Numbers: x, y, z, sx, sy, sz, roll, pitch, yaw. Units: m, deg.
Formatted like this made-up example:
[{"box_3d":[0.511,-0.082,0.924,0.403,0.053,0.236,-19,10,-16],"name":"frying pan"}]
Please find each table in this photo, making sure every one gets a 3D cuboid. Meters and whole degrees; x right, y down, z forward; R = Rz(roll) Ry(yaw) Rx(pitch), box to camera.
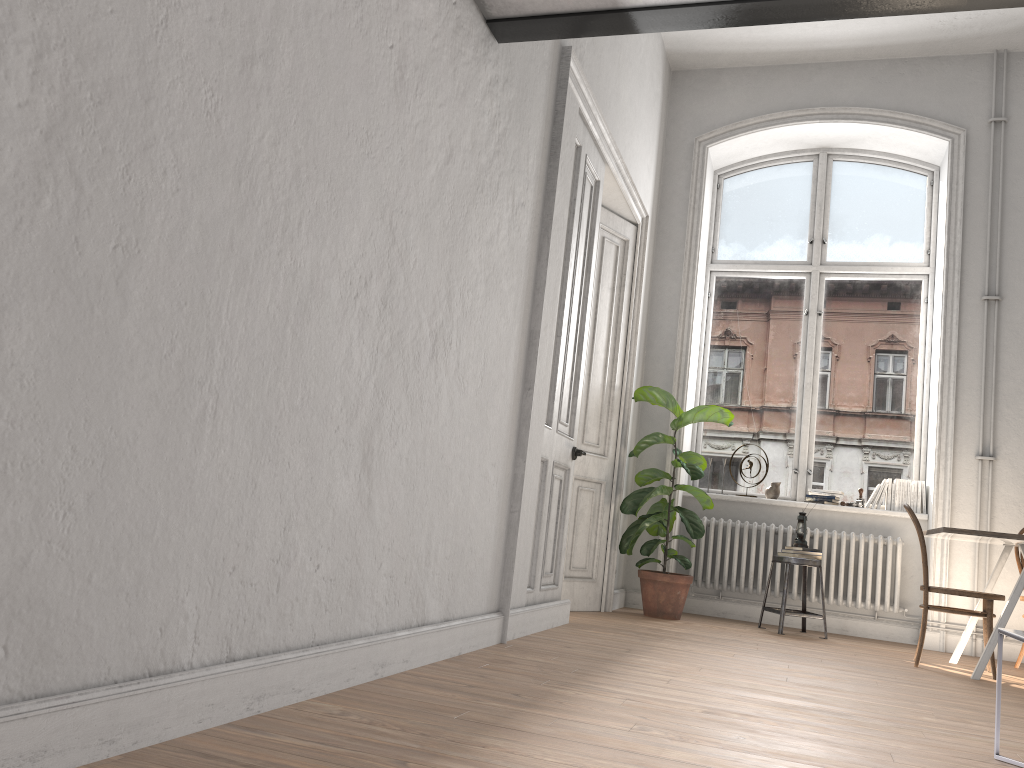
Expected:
[{"box_3d":[3.467,1.308,4.838,2.200,0.779,1.102,4,-9,19],"name":"table"},{"box_3d":[1.772,0.903,2.216,0.849,0.391,0.850,4,-9,19],"name":"table"}]

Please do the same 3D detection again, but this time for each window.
[{"box_3d":[2.460,-0.488,7.263,1.622,2.839,0.013,4,-9,19],"name":"window"}]

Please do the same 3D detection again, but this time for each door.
[{"box_3d":[0.232,-0.094,4.868,0.216,2.811,1.098,3,-9,20],"name":"door"},{"box_3d":[0.432,0.106,6.009,0.216,2.811,1.098,-1,-11,43],"name":"door"}]

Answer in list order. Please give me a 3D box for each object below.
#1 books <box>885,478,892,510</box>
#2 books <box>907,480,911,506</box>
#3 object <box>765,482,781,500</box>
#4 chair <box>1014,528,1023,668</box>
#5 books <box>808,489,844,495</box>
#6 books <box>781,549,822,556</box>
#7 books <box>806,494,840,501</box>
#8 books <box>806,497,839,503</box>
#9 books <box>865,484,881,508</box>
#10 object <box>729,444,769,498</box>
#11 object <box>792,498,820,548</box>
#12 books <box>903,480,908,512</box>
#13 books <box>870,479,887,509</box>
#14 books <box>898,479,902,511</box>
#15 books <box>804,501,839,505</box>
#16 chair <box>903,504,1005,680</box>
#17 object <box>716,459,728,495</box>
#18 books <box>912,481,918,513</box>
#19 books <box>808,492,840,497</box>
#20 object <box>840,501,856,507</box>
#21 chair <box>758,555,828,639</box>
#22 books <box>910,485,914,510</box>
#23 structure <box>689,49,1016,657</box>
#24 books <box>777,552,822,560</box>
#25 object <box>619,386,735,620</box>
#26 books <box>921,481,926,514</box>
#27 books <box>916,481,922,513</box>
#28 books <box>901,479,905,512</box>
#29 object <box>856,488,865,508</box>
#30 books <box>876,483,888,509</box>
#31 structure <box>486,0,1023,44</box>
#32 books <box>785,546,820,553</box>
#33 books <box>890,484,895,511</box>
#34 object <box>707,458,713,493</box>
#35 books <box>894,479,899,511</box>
[{"box_3d":[2.859,0.845,6.734,0.024,0.243,0.175,4,-9,19],"name":"books"},{"box_3d":[2.978,0.849,6.671,0.019,0.243,0.175,4,-9,19],"name":"books"},{"box_3d":[2.043,0.836,6.949,0.100,0.142,0.102,7,-8,-6],"name":"object"},{"box_3d":[3.342,1.314,5.421,0.438,0.919,0.550,4,-9,17],"name":"chair"},{"box_3d":[2.427,0.834,6.848,0.243,0.019,0.175,2,-10,29],"name":"books"},{"box_3d":[2.061,1.199,6.307,0.232,0.029,0.163,8,-9,-10],"name":"books"},{"box_3d":[2.399,0.876,6.840,0.221,0.023,0.147,0,-11,34],"name":"books"},{"box_3d":[2.394,0.898,6.839,0.205,0.022,0.155,0,-11,38],"name":"books"},{"box_3d":[2.745,0.858,6.750,0.105,0.194,0.155,4,-9,18],"name":"books"},{"box_3d":[1.878,0.688,7.035,0.087,0.424,0.347,13,-11,-38],"name":"object"},{"box_3d":[2.108,0.983,6.363,0.163,0.383,0.155,8,-8,-7],"name":"object"},{"box_3d":[2.964,0.852,6.698,0.024,0.243,0.175,4,-9,19],"name":"books"},{"box_3d":[2.783,0.840,6.736,0.100,0.234,0.175,4,-9,19],"name":"books"},{"box_3d":[2.918,0.845,6.691,0.019,0.243,0.175,4,-9,19],"name":"books"},{"box_3d":[2.387,0.920,6.841,0.147,0.023,0.221,10,-9,-22],"name":"books"},{"box_3d":[2.546,1.179,5.140,0.549,0.919,0.438,2,-9,27],"name":"chair"},{"box_3d":[1.685,0.740,7.067,0.095,0.288,0.095,-1,-11,41],"name":"object"},{"box_3d":[3.027,0.856,6.677,0.024,0.243,0.175,4,-9,19],"name":"books"},{"box_3d":[2.399,0.854,6.831,0.205,0.020,0.155,5,-9,9],"name":"books"},{"box_3d":[2.568,0.918,6.783,0.153,0.048,0.088,12,-10,-31],"name":"object"},{"box_3d":[1.989,1.486,6.239,0.364,0.522,0.360,8,-8,-7],"name":"chair"},{"box_3d":[2.997,0.869,6.662,0.020,0.205,0.155,4,-9,19],"name":"books"},{"box_3d":[4.004,-0.284,6.282,5.181,4.468,0.340,4,-9,19],"name":"structure"},{"box_3d":[2.047,1.223,6.304,0.246,0.034,0.194,12,-10,-30],"name":"books"},{"box_3d":[3.484,0.853,5.374,5.826,1.840,0.793,3,-9,24],"name":"object"},{"box_3d":[3.074,0.855,6.638,0.040,0.244,0.175,4,-9,19],"name":"books"},{"box_3d":[3.045,0.854,6.650,0.024,0.243,0.175,4,-9,19],"name":"books"},{"box_3d":[2.942,0.849,6.700,0.019,0.243,0.175,4,-9,19],"name":"books"},{"box_3d":[2.638,0.863,6.711,0.048,0.152,0.088,8,-9,-11],"name":"object"},{"box_3d":[2.805,0.858,6.727,0.072,0.203,0.155,4,-9,19],"name":"books"},{"box_3d":[2.172,-2.176,0.783,5.926,1.211,4.164,4,-9,19],"name":"structure"},{"box_3d":[2.066,1.177,6.311,0.221,0.027,0.147,14,-11,-38],"name":"books"},{"box_3d":[2.875,0.861,6.703,0.020,0.205,0.155,4,-9,19],"name":"books"},{"box_3d":[1.592,0.743,7.158,0.095,0.288,0.095,13,-11,-39],"name":"object"},{"box_3d":[2.895,0.842,6.689,0.024,0.243,0.175,4,-9,19],"name":"books"}]
